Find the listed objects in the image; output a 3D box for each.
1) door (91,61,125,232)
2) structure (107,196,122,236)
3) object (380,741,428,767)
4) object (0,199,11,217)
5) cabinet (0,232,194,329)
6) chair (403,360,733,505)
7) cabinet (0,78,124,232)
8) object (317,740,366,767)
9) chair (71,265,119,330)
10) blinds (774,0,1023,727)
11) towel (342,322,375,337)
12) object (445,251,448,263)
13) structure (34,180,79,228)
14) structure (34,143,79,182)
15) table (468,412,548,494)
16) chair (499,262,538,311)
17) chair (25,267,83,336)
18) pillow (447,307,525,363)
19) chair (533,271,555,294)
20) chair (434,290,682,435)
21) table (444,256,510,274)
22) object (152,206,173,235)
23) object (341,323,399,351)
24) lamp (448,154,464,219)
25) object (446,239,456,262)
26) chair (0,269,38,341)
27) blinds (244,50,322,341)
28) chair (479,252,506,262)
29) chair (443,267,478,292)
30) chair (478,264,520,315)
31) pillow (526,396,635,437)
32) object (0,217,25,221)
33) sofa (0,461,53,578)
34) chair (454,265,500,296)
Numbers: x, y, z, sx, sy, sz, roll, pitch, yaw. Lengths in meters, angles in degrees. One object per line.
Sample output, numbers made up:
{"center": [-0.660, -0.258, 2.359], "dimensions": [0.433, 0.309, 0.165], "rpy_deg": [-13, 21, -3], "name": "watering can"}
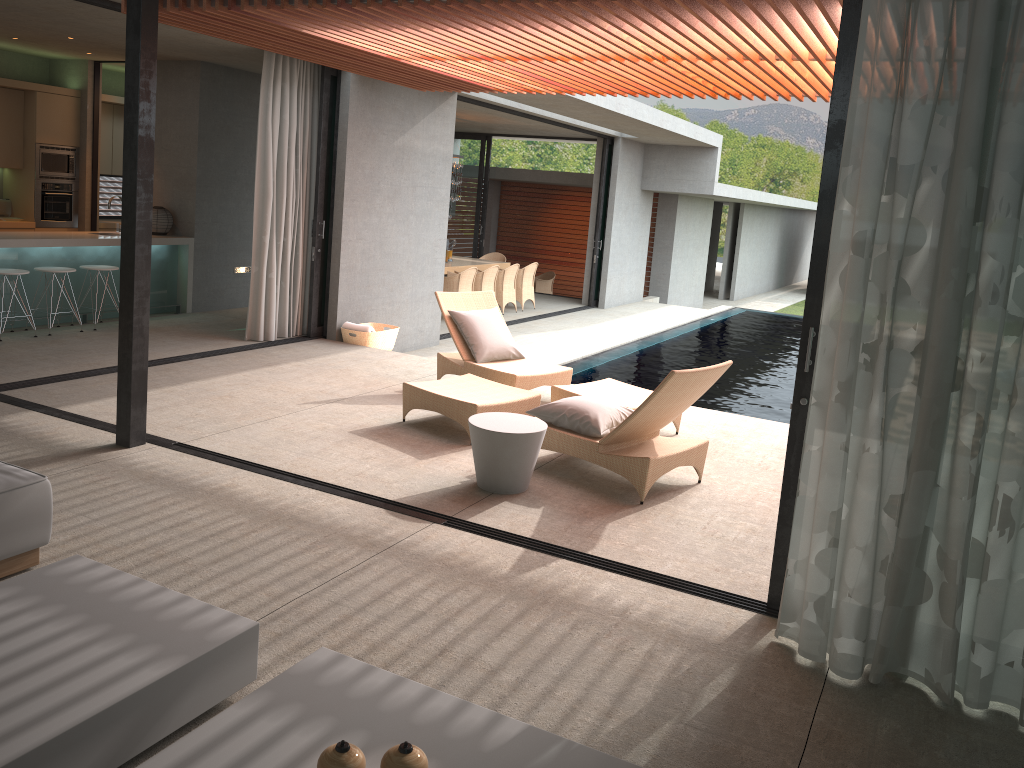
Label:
{"center": [-4.268, -0.575, 5.648], "dimensions": [5.771, 4.420, 15.535], "rpy_deg": [4, 12, -2], "name": "door"}
{"center": [-4.445, -1.887, 9.891], "dimensions": [0.259, 0.436, 0.097], "rpy_deg": [9, 9, 26], "name": "structure"}
{"center": [-0.267, 0.941, 2.200], "dimensions": [0.120, 0.105, 0.120], "rpy_deg": [11, 12, 30], "name": "object"}
{"center": [-6.382, -2.161, 10.872], "dimensions": [0.151, 0.245, 0.393], "rpy_deg": [9, 12, 26], "name": "object"}
{"center": [-5.089, -1.045, 8.881], "dimensions": [0.804, 0.888, 4.155], "rpy_deg": [9, 13, 25], "name": "cabinet"}
{"center": [0.277, 0.065, 6.051], "dimensions": [2.315, 0.818, 0.703], "rpy_deg": [15, 14, 40], "name": "chair"}
{"center": [-5.984, -2.136, 9.687], "dimensions": [1.975, 2.535, 7.533], "rpy_deg": [9, 12, 25], "name": "cabinet"}
{"center": [-0.421, 0.931, 2.184], "dimensions": [0.119, 0.105, 0.121], "rpy_deg": [-1, 12, -29], "name": "object"}
{"center": [-4.303, -0.909, 9.204], "dimensions": [0.384, 0.617, 0.385], "rpy_deg": [9, 10, 26], "name": "chair"}
{"center": [2.243, -0.175, 2.847], "dimensions": [2.437, 2.892, 0.224], "rpy_deg": [9, 9, 26], "name": "blinds"}
{"center": [-1.641, -0.514, 9.688], "dimensions": [0.371, 0.308, 0.311], "rpy_deg": [10, 11, 26], "name": "towel"}
{"center": [-1.378, -2.273, 15.049], "dimensions": [0.328, 0.382, 0.543], "rpy_deg": [13, 13, 41], "name": "object"}
{"center": [-5.890, -2.289, 11.176], "dimensions": [0.500, 0.573, 0.601], "rpy_deg": [9, 11, 26], "name": "structure"}
{"center": [-5.865, -2.789, 11.119], "dimensions": [0.462, 0.432, 0.601], "rpy_deg": [10, 12, 26], "name": "structure"}
{"center": [-0.041, 0.420, 5.300], "dimensions": [0.475, 0.389, 0.481], "rpy_deg": [6, 10, 8], "name": "table"}
{"center": [0.110, -1.771, 15.736], "dimensions": [0.633, 0.854, 0.622], "rpy_deg": [9, 10, 26], "name": "chair"}
{"center": [-4.530, -0.831, 8.755], "dimensions": [0.384, 0.617, 0.385], "rpy_deg": [9, 10, 26], "name": "chair"}
{"center": [-0.224, -0.443, 7.898], "dimensions": [0.431, 0.422, 0.610], "rpy_deg": [14, 14, 43], "name": "pillow"}
{"center": [0.661, -2.241, 20.900], "dimensions": [0.630, 0.854, 0.624], "rpy_deg": [-1, 11, -33], "name": "chair"}
{"center": [0.305, -0.216, 7.371], "dimensions": [0.702, 0.818, 2.317], "rpy_deg": [-4, 15, -44], "name": "chair"}
{"center": [-1.363, -1.732, 15.231], "dimensions": [1.286, 0.748, 3.284], "rpy_deg": [10, 13, 25], "name": "table"}
{"center": [-4.197, -1.938, 10.477], "dimensions": [0.341, 0.331, 0.343], "rpy_deg": [8, 10, 17], "name": "object"}
{"center": [-1.582, -0.481, 9.831], "dimensions": [0.448, 0.297, 0.685], "rpy_deg": [10, 12, 25], "name": "object"}
{"center": [-1.254, -3.714, 15.144], "dimensions": [0.621, 1.736, 0.623], "rpy_deg": [9, 9, 26], "name": "lamp"}
{"center": [-1.101, -2.346, 15.494], "dimensions": [0.193, 0.382, 0.195], "rpy_deg": [6, 9, 8], "name": "object"}
{"center": [-4.753, -0.755, 8.312], "dimensions": [0.384, 0.617, 0.385], "rpy_deg": [9, 10, 26], "name": "chair"}
{"center": [-2.373, -1.933, 9.270], "dimensions": [0.230, 2.902, 0.891], "rpy_deg": [8, 8, 22], "name": "blinds"}
{"center": [-0.467, -2.108, 17.080], "dimensions": [0.620, 0.854, 0.634], "rpy_deg": [9, 10, 26], "name": "chair"}
{"center": [-0.891, -1.431, 13.766], "dimensions": [0.633, 0.854, 0.622], "rpy_deg": [9, 10, 26], "name": "chair"}
{"center": [-0.223, -1.658, 15.079], "dimensions": [0.633, 0.854, 0.622], "rpy_deg": [9, 10, 26], "name": "chair"}
{"center": [0.499, 0.193, 5.812], "dimensions": [0.598, 0.192, 0.598], "rpy_deg": [14, 15, 37], "name": "pillow"}
{"center": [-6.112, -2.010, 10.777], "dimensions": [0.309, 0.034, 0.314], "rpy_deg": [4, 12, -5], "name": "object"}
{"center": [-2.714, 0.440, 3.210], "dimensions": [1.018, 0.724, 1.609], "rpy_deg": [10, 12, 25], "name": "sofa"}
{"center": [-0.557, -1.544, 14.422], "dimensions": [0.633, 0.854, 0.622], "rpy_deg": [9, 10, 26], "name": "chair"}
